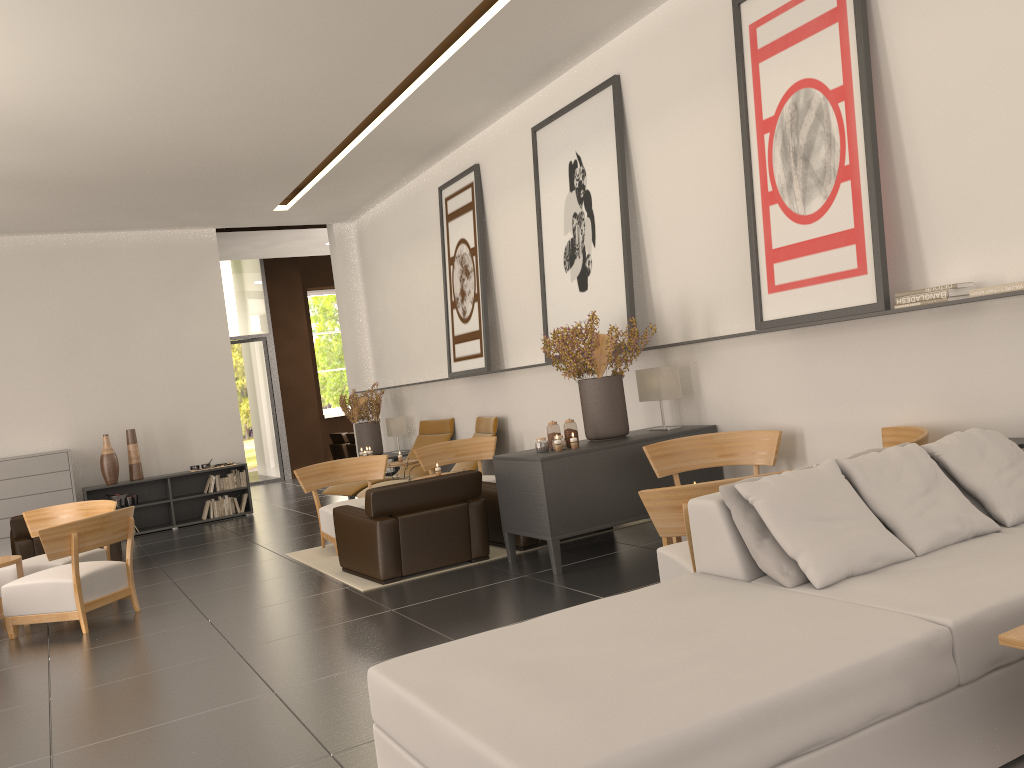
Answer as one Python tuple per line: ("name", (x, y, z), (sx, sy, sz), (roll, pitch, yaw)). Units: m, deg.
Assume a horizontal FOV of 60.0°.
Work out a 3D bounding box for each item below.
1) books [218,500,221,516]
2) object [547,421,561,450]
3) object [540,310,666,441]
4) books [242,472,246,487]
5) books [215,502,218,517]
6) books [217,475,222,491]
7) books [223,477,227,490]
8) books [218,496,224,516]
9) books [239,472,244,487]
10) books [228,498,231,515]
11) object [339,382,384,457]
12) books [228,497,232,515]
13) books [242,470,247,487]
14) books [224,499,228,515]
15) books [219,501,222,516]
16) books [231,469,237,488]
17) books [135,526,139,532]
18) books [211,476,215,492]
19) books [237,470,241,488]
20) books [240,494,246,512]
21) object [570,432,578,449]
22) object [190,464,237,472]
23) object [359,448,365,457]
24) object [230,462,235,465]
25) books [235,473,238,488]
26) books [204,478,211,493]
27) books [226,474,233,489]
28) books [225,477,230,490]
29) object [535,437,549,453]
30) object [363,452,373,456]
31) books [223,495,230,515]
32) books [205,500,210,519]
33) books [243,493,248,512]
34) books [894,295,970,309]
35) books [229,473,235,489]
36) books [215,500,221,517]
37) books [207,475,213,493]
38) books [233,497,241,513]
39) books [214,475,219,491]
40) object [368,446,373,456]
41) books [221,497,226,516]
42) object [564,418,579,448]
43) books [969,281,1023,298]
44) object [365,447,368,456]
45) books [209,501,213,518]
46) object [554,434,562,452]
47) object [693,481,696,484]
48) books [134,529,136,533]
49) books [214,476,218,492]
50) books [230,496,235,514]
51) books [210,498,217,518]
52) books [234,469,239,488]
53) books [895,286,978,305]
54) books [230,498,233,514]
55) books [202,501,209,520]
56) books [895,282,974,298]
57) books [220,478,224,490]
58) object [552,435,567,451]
("books", (-6.048, 2.564, 18.296), (0.016, 0.328, 0.265), (-7, 0, -28))
("object", (0.480, 0.577, 10.095), (0.158, 0.325, 0.157), (-7, 0, -36))
("object", (1.238, -0.148, 10.559), (1.423, 1.554, 1.435), (-8, 0, -16))
("books", (-5.633, 1.993, 18.549), (0.048, 0.305, 0.226), (-7, 0, -28))
("books", (-6.116, 2.577, 18.267), (0.018, 0.322, 0.251), (-7, 0, -28))
("books", (-6.071, 2.042, 18.336), (0.055, 0.329, 0.187), (-7, 0, -28))
("books", (-5.972, 2.068, 18.397), (0.055, 0.249, 0.167), (-7, 0, -28))
("books", (-6.024, 2.521, 18.331), (0.031, 0.406, 0.231), (-7, 0, -28))
("books", (-5.669, 1.994, 18.519), (0.039, 0.313, 0.245), (-7, 0, -28))
("books", (-5.881, 2.534, 18.386), (0.014, 0.342, 0.266), (-7, 0, -28))
("object", (-3.145, 0.778, 18.769), (0.927, 1.554, 1.586), (-8, 0, 0))
("books", (-5.864, 2.524, 18.396), (0.023, 0.357, 0.266), (-7, 0, -28))
("books", (-5.597, 1.971, 18.554), (0.022, 0.339, 0.253), (-7, 0, -28))
("books", (-5.946, 2.546, 18.361), (0.042, 0.335, 0.248), (-7, 0, -28))
("books", (-6.041, 2.568, 18.321), (0.018, 0.318, 0.226), (-7, 0, -28))
("books", (-5.791, 1.975, 18.463), (0.039, 0.384, 0.232), (-7, 0, -28))
("books", (-7.464, 2.782, 17.504), (0.142, 0.290, 0.252), (-7, 0, -28))
("books", (-6.170, 2.061, 18.245), (0.130, 0.322, 0.252), (-7, 0, -28))
("books", (-5.716, 1.978, 18.516), (0.039, 0.358, 0.209), (-7, 0, -28))
("books", (-5.627, 2.491, 18.533), (0.154, 0.361, 0.249), (-7, 0, -28))
("object", (0.680, 0.622, 9.772), (0.080, 0.187, 0.080), (-8, 0, -19))
("object", (-6.220, 1.736, 18.441), (0.894, 0.003, 0.670), (-8, 1, -26))
("object", (-3.072, 1.429, 18.180), (0.108, 0.254, 0.108), (-8, 0, 26))
("object", (-5.820, 1.659, 18.439), (0.112, 0.040, 0.034), (-8, 0, -39))
("books", (-5.764, 2.012, 18.484), (0.017, 0.302, 0.215), (-7, 0, -28))
("books", (-6.252, 2.087, 18.200), (0.142, 0.290, 0.252), (-7, 0, -28))
("books", (-5.861, 2.022, 18.416), (0.054, 0.311, 0.244), (-7, 0, -28))
("books", (-5.924, 2.061, 18.423), (0.055, 0.249, 0.167), (-7, 0, -28))
("object", (0.336, 0.683, 9.918), (0.157, 0.158, 0.158), (-8, 0, 35))
("object", (-2.935, 1.444, 18.126), (0.208, 0.187, 0.111), (-8, 0, -41))
("books", (-5.915, 2.507, 18.382), (0.042, 0.404, 0.244), (-7, 0, -28))
("books", (-6.263, 2.574, 18.190), (0.156, 0.371, 0.251), (-7, 0, -28))
("books", (-5.602, 2.481, 18.546), (0.156, 0.371, 0.251), (-7, 0, -28))
("books", (3.567, -0.693, 7.480), (0.377, 0.032, 0.503), (-8, 1, -28))
("books", (-5.822, 2.012, 18.442), (0.039, 0.318, 0.235), (-7, 0, -28))
("books", (-6.082, 2.569, 18.282), (0.057, 0.328, 0.257), (-7, 0, -28))
("books", (-6.208, 2.049, 18.235), (0.138, 0.354, 0.235), (-7, 0, -28))
("books", (-5.744, 2.524, 18.475), (0.106, 0.325, 0.238), (-7, 0, -28))
("books", (-6.088, 2.047, 18.288), (0.019, 0.324, 0.254), (-7, 0, -28))
("object", (-2.903, 1.407, 18.160), (0.104, 0.254, 0.104), (-8, 0, 22))
("books", (-5.992, 2.531, 18.353), (0.042, 0.377, 0.221), (-7, 0, -28))
("object", (0.670, 0.551, 10.072), (0.157, 0.325, 0.157), (-8, 0, 9))
("books", (3.850, -0.743, 6.930), (0.301, 0.064, 0.406), (-8, 1, -38))
("object", (-2.977, 1.416, 18.261), (0.104, 0.254, 0.104), (-8, 0, 22))
("books", (-6.190, 2.577, 18.220), (0.071, 0.344, 0.265), (-7, 0, -28))
("object", (0.503, 0.646, 9.763), (0.076, 0.187, 0.076), (-8, 0, -12))
("object", (1.626, 0.952, 7.836), (0.080, 0.187, 0.080), (-8, 0, 26))
("books", (-7.524, 2.759, 17.484), (0.138, 0.354, 0.235), (-7, 0, -28))
("books", (-6.108, 2.059, 18.285), (0.017, 0.305, 0.239), (-7, 0, -28))
("books", (-5.826, 2.523, 18.455), (0.057, 0.346, 0.197), (-7, 0, -28))
("books", (-6.147, 2.553, 18.254), (0.042, 0.377, 0.248), (-7, 0, -28))
("books", (-5.747, 1.968, 18.495), (0.029, 0.385, 0.219), (-7, 0, -28))
("books", (3.577, -0.743, 7.476), (0.391, 0.063, 0.497), (-8, 1, -28))
("books", (-5.844, 2.528, 18.405), (0.020, 0.342, 0.267), (-7, 0, -28))
("books", (-6.288, 2.583, 18.177), (0.154, 0.361, 0.249), (-7, 0, -28))
("books", (3.555, -0.791, 7.473), (0.300, 0.040, 0.525), (-8, 1, -38))
("books", (-6.021, 2.075, 18.371), (0.055, 0.249, 0.167), (-7, 0, -28))
("object", (0.527, 0.657, 9.895), (0.157, 0.158, 0.158), (-8, 0, 35))
